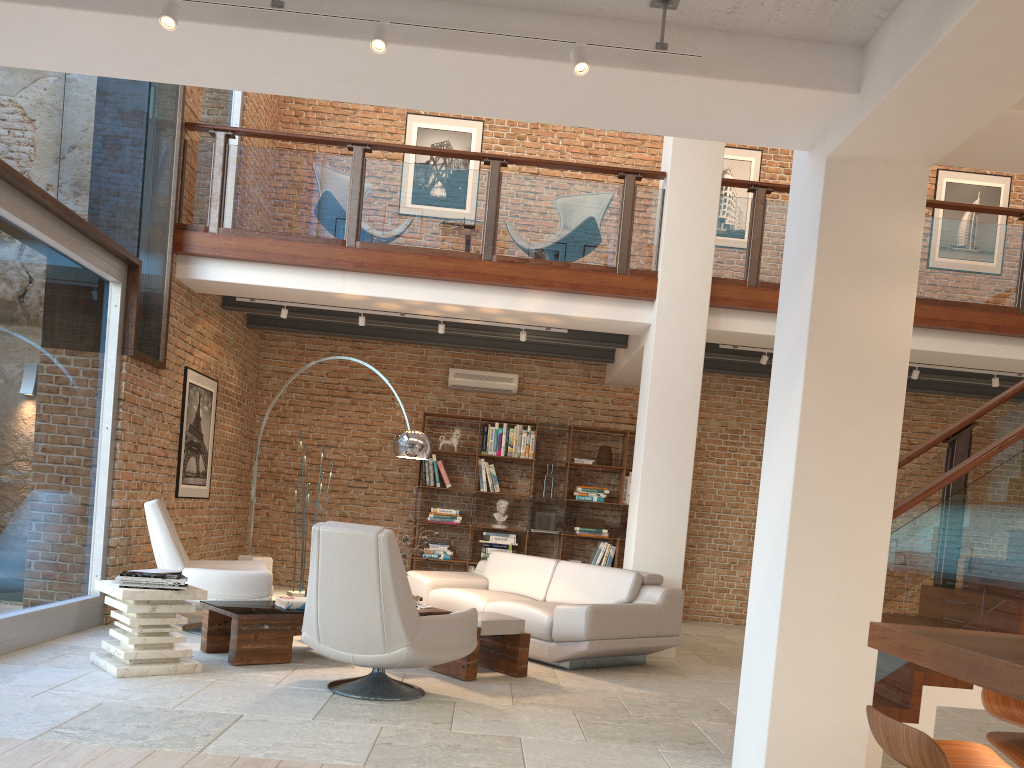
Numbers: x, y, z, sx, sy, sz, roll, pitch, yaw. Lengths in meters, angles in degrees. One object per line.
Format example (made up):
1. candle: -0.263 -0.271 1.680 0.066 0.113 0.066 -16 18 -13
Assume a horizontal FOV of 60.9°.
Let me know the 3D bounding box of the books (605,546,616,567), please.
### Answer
1. books: 1.141 2.071 10.298 0.116 0.332 0.255 5 -2 -1

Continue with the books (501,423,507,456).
1. books: -0.097 0.662 10.193 0.036 0.382 0.244 5 -1 -1

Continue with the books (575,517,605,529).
1. books: 0.913 1.639 10.267 0.335 0.118 0.215 5 -6 -2

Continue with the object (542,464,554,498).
1. object: 0.433 1.132 10.184 0.121 0.398 0.062 5 2 1

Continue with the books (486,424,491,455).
1. books: -0.278 0.661 10.206 0.021 0.357 0.273 5 -2 -1

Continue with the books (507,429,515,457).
1. books: -0.016 0.697 10.192 0.055 0.328 0.255 5 -2 -1

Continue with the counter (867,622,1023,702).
1. counter: 1.863 1.042 1.301 1.687 0.912 2.519 5 -7 -1

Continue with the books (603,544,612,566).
1. books: 1.098 2.061 10.310 0.098 0.353 0.273 5 -2 -1

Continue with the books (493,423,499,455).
1. books: -0.191 0.654 10.195 0.036 0.382 0.244 5 -1 -1

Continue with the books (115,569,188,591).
1. books: -2.174 1.183 5.317 0.391 0.079 0.570 8 -8 -17

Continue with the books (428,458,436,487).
1. books: -0.938 1.042 10.220 0.102 0.332 0.255 5 -2 -1

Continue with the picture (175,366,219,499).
1. picture: -2.981 0.498 8.269 0.027 1.190 0.916 5 -2 -1

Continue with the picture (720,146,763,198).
1. picture: 2.470 -2.225 10.362 0.914 1.193 0.027 5 2 -2

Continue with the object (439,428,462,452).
1. object: -0.718 0.641 10.128 0.251 0.282 0.131 5 0 6

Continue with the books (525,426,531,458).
1. books: 0.183 0.690 10.213 0.036 0.382 0.244 5 -1 -1

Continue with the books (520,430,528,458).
1. books: 0.133 0.712 10.207 0.055 0.328 0.255 5 -2 -1

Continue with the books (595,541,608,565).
1. books: 1.026 2.040 10.288 0.161 0.371 0.244 5 -1 -1

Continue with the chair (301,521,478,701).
1. chair: -0.794 1.319 5.095 1.023 1.011 0.981 4 -3 15

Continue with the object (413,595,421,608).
1. object: -0.694 1.538 6.153 0.092 0.084 0.091 8 -5 -42

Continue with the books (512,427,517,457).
1. books: 0.023 0.689 10.208 0.021 0.357 0.273 5 -2 -1

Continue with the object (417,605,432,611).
1. object: -0.683 1.588 6.238 0.274 0.034 0.249 10 -9 -29

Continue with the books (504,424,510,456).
1. books: -0.061 0.667 10.204 0.036 0.382 0.244 5 -1 -1

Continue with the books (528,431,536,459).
1. books: 0.229 0.725 10.232 0.055 0.328 0.255 5 -2 -1

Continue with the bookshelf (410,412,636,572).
1. bookshelf: 0.391 1.578 10.238 3.035 2.195 0.364 5 2 -2

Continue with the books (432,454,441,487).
1. books: -0.880 1.019 10.189 0.121 0.380 0.244 5 -1 -1

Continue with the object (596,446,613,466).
1. object: 1.084 0.844 10.186 0.196 0.232 0.192 7 -3 -44

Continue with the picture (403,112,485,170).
1. picture: -0.830 -2.538 10.244 0.914 1.193 0.027 5 2 -2

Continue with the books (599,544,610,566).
1. books: 1.077 2.055 10.300 0.098 0.353 0.273 5 -2 -1

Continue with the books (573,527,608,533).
1. books: 0.917 1.717 10.262 0.380 0.036 0.246 6 -8 -3

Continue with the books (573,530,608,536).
1. books: 0.927 1.759 10.298 0.380 0.036 0.246 6 -8 -6

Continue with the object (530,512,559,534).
1. object: 0.388 1.623 10.223 0.336 0.232 0.285 5 -4 -2

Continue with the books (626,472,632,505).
1. books: 1.367 1.232 10.264 0.036 0.382 0.244 5 -1 -1

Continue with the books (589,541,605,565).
1. books: 0.983 2.041 10.310 0.163 0.371 0.244 5 -1 -1

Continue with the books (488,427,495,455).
1. books: -0.240 0.677 10.191 0.055 0.328 0.255 5 -2 -1

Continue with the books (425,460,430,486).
1. books: -0.986 1.009 10.198 0.091 0.383 0.244 5 -1 -1

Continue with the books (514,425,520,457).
1. books: 0.052 0.680 10.222 0.036 0.382 0.244 5 -1 -1

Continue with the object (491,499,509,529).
1. object: -0.130 1.521 10.229 0.195 0.349 0.195 5 0 14

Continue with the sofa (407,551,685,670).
1. sofa: 0.192 1.865 7.417 1.157 0.751 2.323 10 -8 -41

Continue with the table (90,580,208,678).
1. table: -2.198 1.466 5.271 0.500 0.502 0.492 8 -4 -41

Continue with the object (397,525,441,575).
1. object: -0.784 1.334 6.506 0.547 0.605 0.315 7 -1 -31

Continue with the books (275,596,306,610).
1. books: -1.455 1.525 6.067 0.330 0.056 0.255 10 -9 -31

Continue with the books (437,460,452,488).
1. books: -0.791 1.062 10.217 0.195 0.317 0.255 5 -2 -1

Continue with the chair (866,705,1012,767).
1. chair: 0.971 1.130 1.934 0.423 0.772 0.404 5 0 -2

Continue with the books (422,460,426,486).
1. books: -1.023 1.005 10.189 0.091 0.383 0.244 5 -1 -1

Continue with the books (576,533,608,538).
1. books: 0.938 1.787 10.286 0.356 0.020 0.274 6 -8 -3

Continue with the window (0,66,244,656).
1. window: -2.978 -1.889 2.830 0.648 6.346 12.440 5 -6 -1

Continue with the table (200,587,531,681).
1. table: -1.198 1.749 6.358 1.994 0.426 2.200 12 -10 -40

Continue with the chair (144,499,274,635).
1. chair: -2.370 1.428 6.809 0.988 0.994 1.028 6 -3 -17

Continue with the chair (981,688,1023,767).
1. chair: 1.558 1.264 2.493 0.405 0.772 0.422 5 0 -2

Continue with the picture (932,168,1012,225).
1. picture: 5.491 -1.938 10.470 0.914 1.193 0.027 5 2 -2
